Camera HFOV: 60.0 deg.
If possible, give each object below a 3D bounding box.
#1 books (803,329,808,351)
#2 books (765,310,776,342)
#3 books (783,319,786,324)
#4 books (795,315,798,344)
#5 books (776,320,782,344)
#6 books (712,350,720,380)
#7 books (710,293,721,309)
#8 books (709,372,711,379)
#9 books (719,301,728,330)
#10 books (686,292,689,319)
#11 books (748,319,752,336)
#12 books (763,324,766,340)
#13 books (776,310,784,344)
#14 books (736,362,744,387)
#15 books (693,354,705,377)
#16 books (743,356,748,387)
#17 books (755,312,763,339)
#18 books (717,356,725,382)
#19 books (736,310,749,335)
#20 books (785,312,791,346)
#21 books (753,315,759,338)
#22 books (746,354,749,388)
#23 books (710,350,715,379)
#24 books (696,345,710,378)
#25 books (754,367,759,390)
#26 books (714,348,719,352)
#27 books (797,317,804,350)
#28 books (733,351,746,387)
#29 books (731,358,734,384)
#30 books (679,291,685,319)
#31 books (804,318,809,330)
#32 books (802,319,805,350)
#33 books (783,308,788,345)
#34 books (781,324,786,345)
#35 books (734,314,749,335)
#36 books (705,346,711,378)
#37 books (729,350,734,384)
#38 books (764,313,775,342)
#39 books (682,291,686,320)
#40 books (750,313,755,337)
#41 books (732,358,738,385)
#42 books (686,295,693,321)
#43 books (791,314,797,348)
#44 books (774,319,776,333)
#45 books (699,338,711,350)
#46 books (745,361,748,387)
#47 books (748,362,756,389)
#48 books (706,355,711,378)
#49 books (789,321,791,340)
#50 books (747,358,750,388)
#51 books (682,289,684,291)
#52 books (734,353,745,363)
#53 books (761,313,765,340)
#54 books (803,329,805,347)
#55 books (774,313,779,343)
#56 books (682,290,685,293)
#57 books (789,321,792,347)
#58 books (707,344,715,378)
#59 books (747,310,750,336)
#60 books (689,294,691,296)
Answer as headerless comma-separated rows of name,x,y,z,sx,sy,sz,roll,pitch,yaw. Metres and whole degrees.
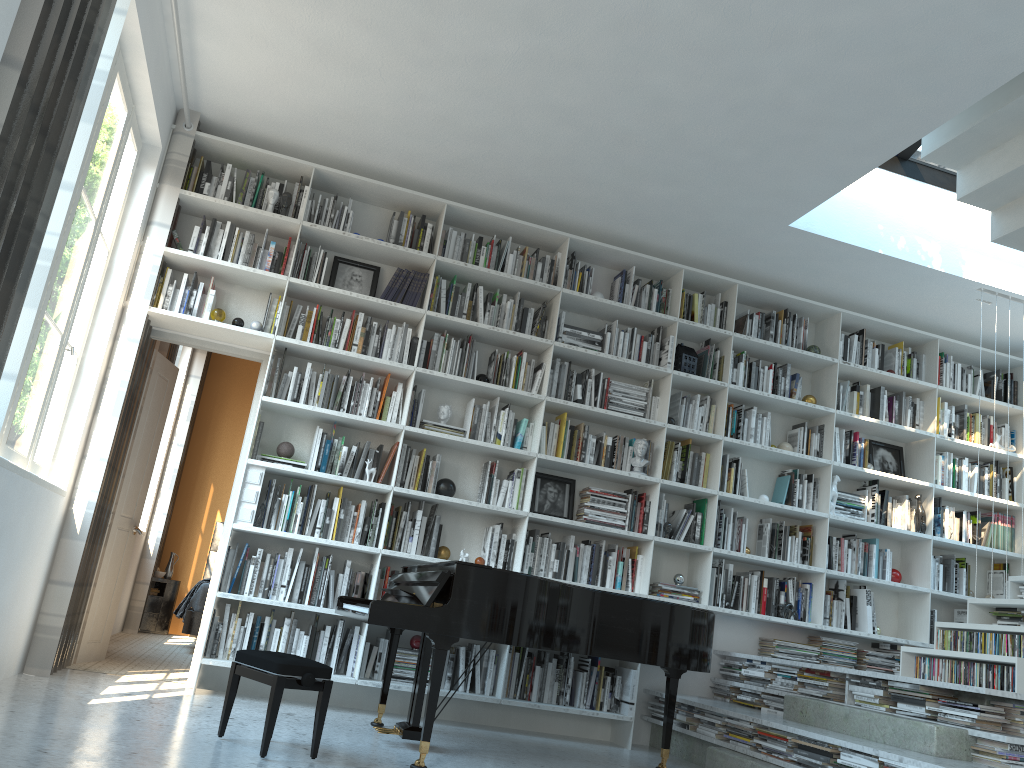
books,2.078,-0.273,6.422,0.014,0.208,0.188,13,-15,-14
books,1.832,-0.367,6.380,0.024,0.291,0.168,13,-15,-14
books,1.913,-0.330,6.389,0.008,0.250,0.170,13,-15,-14
books,2.025,-0.332,6.451,0.008,0.320,0.134,13,-15,-14
books,1.878,-0.329,6.374,0.018,0.230,0.160,13,-15,-14
books,1.382,-0.093,6.158,0.013,0.247,0.186,13,-15,-14
books,1.431,-0.473,6.294,0.012,0.328,0.128,13,-15,-14
books,1.343,-0.077,6.168,0.013,0.210,0.140,13,-15,-14
books,1.454,-0.439,6.258,0.029,0.252,0.186,13,-15,-14
books,1.193,-0.497,6.212,0.008,0.261,0.142,13,-15,-14
books,1.656,-0.354,6.322,0.009,0.183,0.160,13,-15,-14
books,1.766,-0.326,6.371,0.031,0.190,0.132,13,-15,-14
books,1.894,-0.364,6.392,0.006,0.311,0.179,13,-15,-14
books,1.554,-0.031,6.203,0.026,0.207,0.181,13,-15,-14
books,1.284,-0.090,6.160,0.019,0.213,0.156,13,-15,-14
books,1.597,-0.048,6.230,0.010,0.268,0.166,13,-15,-14
books,1.728,-0.373,6.348,0.030,0.254,0.161,13,-15,-14
books,1.409,-0.070,6.161,0.008,0.213,0.224,13,-15,-14
books,1.632,-0.391,6.314,0.009,0.243,0.173,13,-15,-14
books,1.940,-0.353,6.384,0.015,0.298,0.183,13,-15,-14
books,1.698,-0.365,6.338,0.028,0.225,0.163,13,-15,-14
books,1.619,-0.053,6.254,0.021,0.295,0.138,13,-15,-14
books,1.358,-0.098,6.166,0.005,0.254,0.159,13,-15,-14
books,1.305,-0.123,6.138,0.021,0.271,0.191,13,-15,-14
books,1.685,0.000,6.269,0.028,0.223,0.142,13,-15,-14
books,1.399,-0.101,6.201,0.005,0.291,0.130,13,-15,-14
books,2.047,-0.323,6.426,0.013,0.296,0.189,13,-15,-14
books,1.589,-0.069,6.233,0.014,0.306,0.152,13,-15,-14
books,1.508,-0.051,6.219,0.012,0.239,0.139,13,-15,-14
books,1.147,-0.504,6.173,0.007,0.238,0.192,13,-15,-14
books,2.094,-0.317,6.438,0.006,0.305,0.164,13,-15,-14
books,2.057,-0.313,6.420,0.008,0.278,0.180,13,-15,-14
books,1.927,-0.366,6.400,0.007,0.328,0.184,13,-15,-14
books,1.902,-0.312,6.366,0.018,0.200,0.188,13,-15,-14
books,1.605,-0.380,6.296,0.046,0.206,0.183,13,-15,-14
books,1.316,-0.116,6.155,0.022,0.271,0.182,13,-15,-14
books,1.493,-0.080,6.205,0.012,0.284,0.160,13,-15,-14
books,1.811,-0.361,6.348,0.028,0.257,0.185,13,-15,-14
books,1.175,-0.503,6.199,0.034,0.260,0.158,13,-15,-14
books,1.673,-0.376,6.318,0.013,0.229,0.174,13,-15,-14
books,1.527,-0.049,6.218,0.026,0.242,0.148,13,-15,-14
books,1.207,-0.485,6.195,0.015,0.233,0.171,13,-15,-14
books,1.995,-0.340,6.413,0.008,0.306,0.183,13,-15,-14
books,1.848,-0.361,6.397,0.017,0.294,0.139,13,-15,-14
books,1.325,-0.144,6.179,0.025,0.338,0.143,13,-15,-14
books,1.603,-0.028,6.237,0.012,0.235,0.165,13,-15,-14
books,1.654,-0.023,6.240,0.027,0.241,0.160,13,-15,-14
books,1.321,-0.084,6.165,0.024,0.216,0.169,13,-15,-14
books,1.959,-0.329,6.410,0.008,0.274,0.163,13,-15,-14
books,1.631,-0.039,6.262,0.013,0.276,0.133,13,-15,-14
books,1.155,-0.514,6.206,0.007,0.278,0.150,13,-15,-14
books,1.573,-0.059,6.232,0.011,0.282,0.173,13,-15,-14
books,1.751,-0.367,6.356,0.021,0.255,0.169,13,-15,-14
books,2.061,-0.277,6.428,0.018,0.214,0.158,13,-15,-14
books,1.865,-0.354,6.395,0.007,0.284,0.160,13,-15,-14
books,1.150,-0.509,6.191,0.006,0.259,0.166,13,-15,-14
books,1.973,-0.315,6.410,0.024,0.251,0.150,13,-15,-14
books,1.342,-0.120,6.156,0.021,0.287,0.179,13,-15,-14
books,1.639,-0.387,6.324,0.011,0.243,0.173,13,-15,-14
books,1.209,-0.490,6.234,0.007,0.263,0.133,13,-15,-14
